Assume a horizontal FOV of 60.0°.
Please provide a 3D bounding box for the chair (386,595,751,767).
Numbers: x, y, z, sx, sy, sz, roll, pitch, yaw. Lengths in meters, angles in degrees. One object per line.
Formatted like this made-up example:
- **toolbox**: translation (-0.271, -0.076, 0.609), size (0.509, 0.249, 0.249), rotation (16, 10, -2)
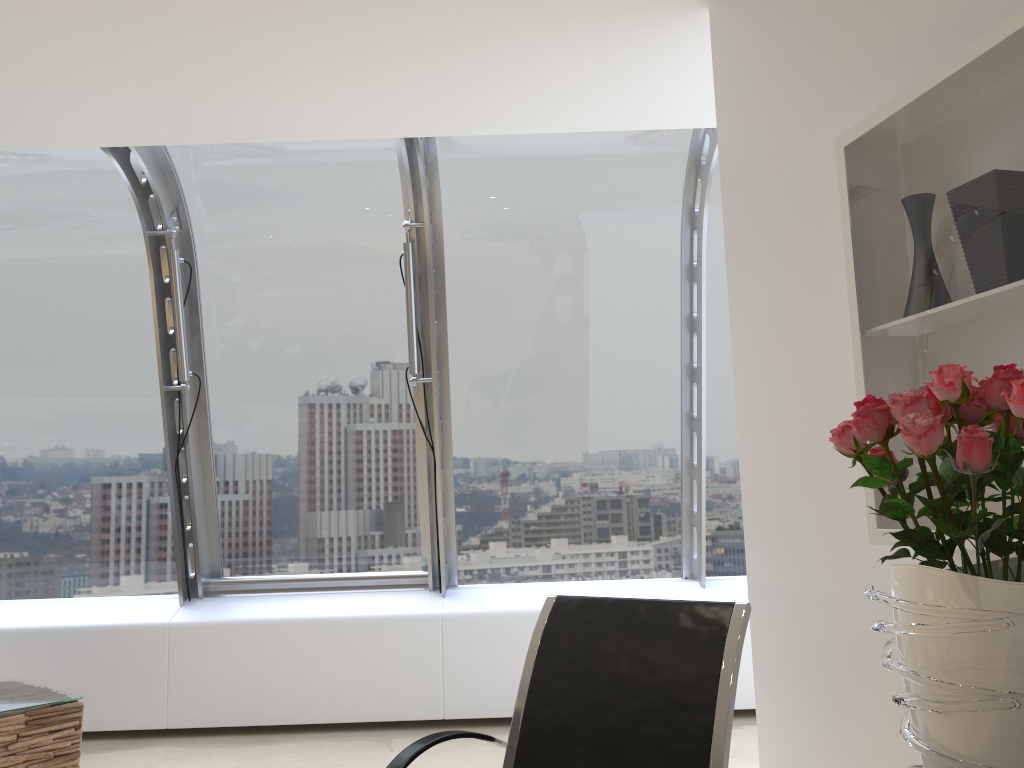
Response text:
- **chair**: translation (0.103, 1.038, 2.041), size (0.752, 0.972, 0.943), rotation (-8, -10, 36)

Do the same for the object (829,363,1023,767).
- **object**: translation (0.658, 0.293, 1.216), size (0.350, 0.654, 0.327), rotation (-3, -8, 7)

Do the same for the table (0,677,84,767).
- **table**: translation (-2.585, 1.650, 3.932), size (0.923, 0.436, 1.007), rotation (-9, -10, 42)
